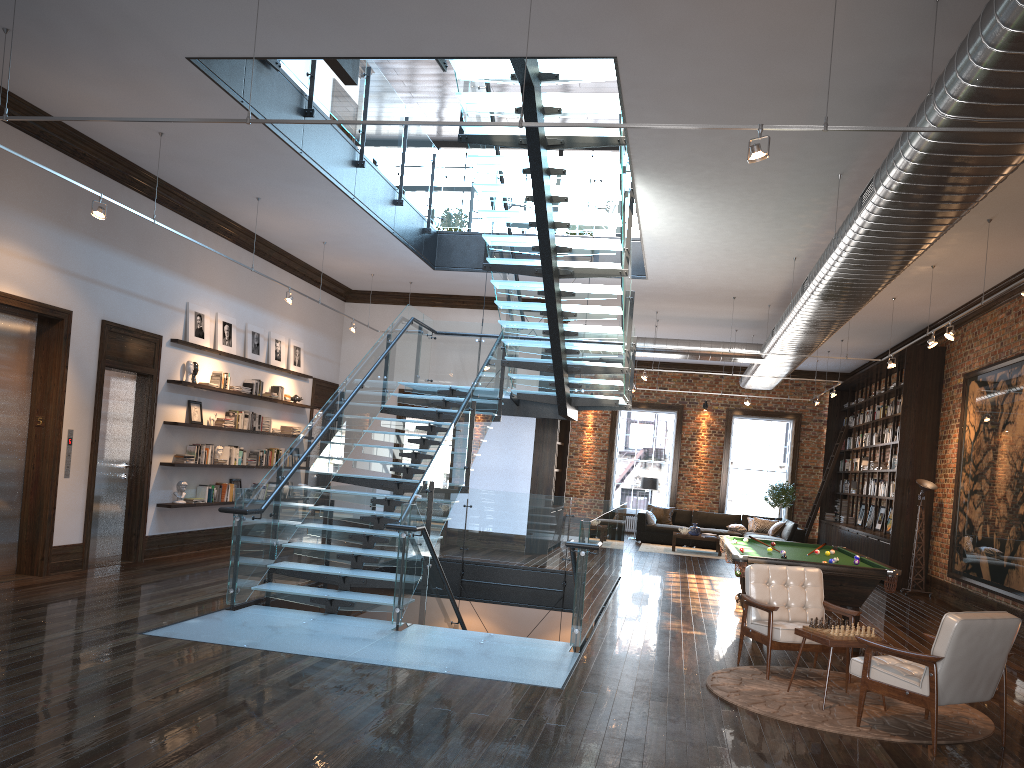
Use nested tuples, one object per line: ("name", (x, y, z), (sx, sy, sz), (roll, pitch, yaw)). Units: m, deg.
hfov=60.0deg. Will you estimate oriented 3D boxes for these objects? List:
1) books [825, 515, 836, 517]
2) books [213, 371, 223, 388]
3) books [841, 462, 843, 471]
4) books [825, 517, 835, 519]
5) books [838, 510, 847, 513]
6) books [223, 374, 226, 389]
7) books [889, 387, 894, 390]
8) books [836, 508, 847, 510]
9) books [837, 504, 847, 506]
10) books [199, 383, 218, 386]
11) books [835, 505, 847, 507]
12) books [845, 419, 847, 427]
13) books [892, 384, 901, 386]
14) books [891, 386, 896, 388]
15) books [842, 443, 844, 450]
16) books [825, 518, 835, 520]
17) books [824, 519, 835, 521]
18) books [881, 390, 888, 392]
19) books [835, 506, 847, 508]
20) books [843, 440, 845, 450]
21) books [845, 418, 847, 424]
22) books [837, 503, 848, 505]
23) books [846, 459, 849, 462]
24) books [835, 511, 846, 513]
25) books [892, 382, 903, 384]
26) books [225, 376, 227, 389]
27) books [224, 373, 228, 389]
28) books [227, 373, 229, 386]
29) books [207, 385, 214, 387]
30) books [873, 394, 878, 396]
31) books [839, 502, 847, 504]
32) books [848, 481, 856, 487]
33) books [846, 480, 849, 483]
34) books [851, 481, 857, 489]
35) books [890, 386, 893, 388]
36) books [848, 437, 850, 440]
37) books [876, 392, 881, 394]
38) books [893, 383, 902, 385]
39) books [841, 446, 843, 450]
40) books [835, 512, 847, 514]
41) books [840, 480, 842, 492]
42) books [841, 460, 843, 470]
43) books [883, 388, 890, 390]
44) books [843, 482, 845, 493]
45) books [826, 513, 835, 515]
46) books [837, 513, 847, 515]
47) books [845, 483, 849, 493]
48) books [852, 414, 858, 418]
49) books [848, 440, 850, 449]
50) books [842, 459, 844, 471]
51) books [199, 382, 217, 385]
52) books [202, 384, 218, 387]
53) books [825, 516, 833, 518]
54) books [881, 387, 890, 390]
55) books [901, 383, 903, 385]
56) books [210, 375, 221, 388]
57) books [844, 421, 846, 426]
("books", (7.709, 3.195, 21.497), (0.205, 0.015, 0.266), (4, -5, 9))
("books", (-3.918, -0.056, 11.798), (0.142, 0.228, 0.014), (4, 0, 11))
("books", (8.078, 2.016, 21.475), (0.179, 0.228, 0.016), (4, 0, 11))
("books", (7.703, 3.238, 21.497), (0.199, 0.019, 0.256), (4, -5, 13))
("books", (7.969, 3.073, 21.395), (0.183, 0.034, 0.272), (3, -5, 16))
("books", (-3.901, -0.037, 11.826), (0.163, 0.198, 0.029), (4, 0, 11))
("books", (7.339, 0.094, 16.898), (0.227, 0.015, 0.276), (4, -5, 9))
("books", (7.966, 3.020, 21.392), (0.209, 0.015, 0.308), (4, -5, 9))
("books", (7.974, 2.923, 21.392), (0.209, 0.007, 0.308), (4, -5, 13))
("books", (-3.967, 0.010, 11.597), (0.142, 0.011, 0.256), (4, -5, 13))
("books", (7.954, 2.945, 21.396), (0.240, 0.019, 0.229), (4, -5, 6))
("books", (8.128, 0.976, 21.360), (0.177, 0.269, 0.029), (4, 0, 11))
("books", (7.366, 0.031, 16.894), (0.169, 0.034, 0.287), (4, -5, 6))
("books", (7.348, 0.070, 16.897), (0.206, 0.008, 0.335), (4, -5, 14))
("books", (8.118, 1.484, 21.511), (0.176, 0.295, 0.017), (5, 0, 11))
("books", (7.703, 3.271, 21.497), (0.201, 0.012, 0.245), (4, -5, 14))
("books", (7.699, 3.295, 21.497), (0.207, 0.013, 0.281), (4, -5, 12))
("books", (7.481, 0.146, 17.601), (0.193, 0.030, 0.314), (4, -5, 6))
("books", (7.951, 2.968, 21.396), (0.260, 0.028, 0.317), (4, -5, 11))
("books", (8.121, 1.481, 21.480), (0.176, 0.295, 0.041), (5, 0, 11))
("books", (8.140, 0.973, 21.409), (0.175, 0.286, 0.016), (4, 0, 11))
("books", (7.982, 2.901, 21.392), (0.203, 0.020, 0.318), (4, -5, 12))
("books", (8.024, 1.947, 21.145), (0.178, 0.298, 0.015), (5, 0, 11))
("books", (7.946, 3.098, 21.399), (0.249, 0.020, 0.318), (4, -5, 11))
("books", (7.367, -0.010, 16.895), (0.188, 0.017, 0.277), (4, -5, 13))
("books", (-3.898, -0.024, 11.855), (0.157, 0.177, 0.029), (4, 0, 11))
("books", (-3.884, -0.040, 11.873), (0.164, 0.216, 0.012), (4, 0, 11))
("books", (-3.891, -0.039, 11.965), (0.111, 0.228, 0.024), (5, 0, 11))
("books", (-3.971, 0.031, 11.597), (0.142, 0.011, 0.256), (4, -5, 10))
("books", (7.609, 0.232, 18.320), (0.218, 0.016, 0.368), (4, -5, 12))
("books", (7.985, 2.867, 21.392), (0.183, 0.030, 0.266), (3, -5, 16))
("books", (7.917, 2.407, 20.655), (0.159, 0.285, 0.014), (5, 0, 11))
("books", (7.923, 2.411, 20.805), (0.165, 0.303, 0.013), (5, 0, 11))
("books", (7.882, 2.389, 20.479), (0.129, 0.282, 0.030), (5, 0, 11))
("books", (7.347, 0.056, 16.897), (0.216, 0.020, 0.235), (4, -5, 8))
("books", (8.006, 1.413, 20.867), (0.189, 0.303, 0.014), (4, 0, 11))
("books", (7.627, 0.204, 18.317), (0.186, 0.011, 0.381), (4, -5, 12))
("books", (7.366, 0.006, 16.895), (0.167, 0.015, 0.371), (3, -5, 15))
("books", (8.115, 1.491, 21.598), (0.176, 0.295, 0.017), (5, 0, 11))
("books", (7.939, 3.111, 21.400), (0.245, 0.008, 0.309), (4, -5, 7))
("books", (8.063, 2.491, 21.512), (0.181, 0.293, 0.051), (4, 0, 11))
("books", (8.072, 1.995, 21.491), (0.188, 0.272, 0.013), (4, 0, 11))
("books", (7.500, 0.107, 17.598), (0.180, 0.010, 0.279), (4, -5, 10))
("books", (7.949, 2.460, 20.989), (0.188, 0.244, 0.026), (4, 0, 11))
("books", (7.713, 3.148, 21.497), (0.199, 0.020, 0.212), (3, -5, 15))
("books", (7.951, 3.125, 21.398), (0.210, 0.019, 0.343), (3, -5, 15))
("books", (7.880, 2.433, 20.688), (0.212, 0.233, 0.019), (4, 0, 11))
("books", (8.027, 0.878, 20.740), (0.167, 0.337, 0.016), (5, 0, 11))
("books", (7.986, 1.443, 20.809), (0.191, 0.229, 0.034), (4, 0, 11))
("books", (8.029, 1.958, 21.261), (0.187, 0.297, 0.016), (4, 0, 11))
("books", (-3.966, -0.001, 11.597), (0.142, 0.011, 0.256), (4, -5, 9))
("books", (-3.966, 0.020, 11.596), (0.141, 0.011, 0.288), (4, -5, 8))
("books", (7.688, 3.222, 21.500), (0.158, 0.011, 0.252), (3, -5, 15))
("books", (7.483, 0.092, 17.601), (0.205, 0.017, 0.361), (4, -5, 8))
("books", (7.162, -0.002, 15.991), (0.219, 0.019, 0.330), (4, -5, 14))
("books", (-3.935, -0.034, 11.768), (0.128, 0.175, 0.050), (4, -1, 11))
("books", (8.148, 1.014, 21.478), (0.188, 0.219, 0.016), (4, 0, 11))
